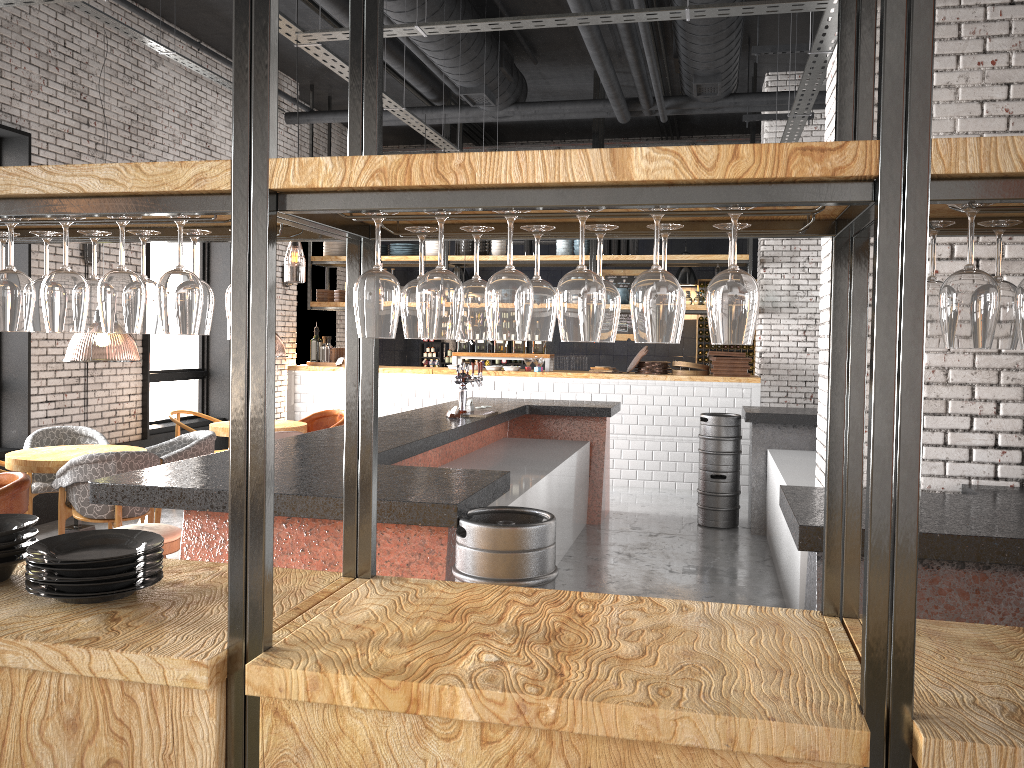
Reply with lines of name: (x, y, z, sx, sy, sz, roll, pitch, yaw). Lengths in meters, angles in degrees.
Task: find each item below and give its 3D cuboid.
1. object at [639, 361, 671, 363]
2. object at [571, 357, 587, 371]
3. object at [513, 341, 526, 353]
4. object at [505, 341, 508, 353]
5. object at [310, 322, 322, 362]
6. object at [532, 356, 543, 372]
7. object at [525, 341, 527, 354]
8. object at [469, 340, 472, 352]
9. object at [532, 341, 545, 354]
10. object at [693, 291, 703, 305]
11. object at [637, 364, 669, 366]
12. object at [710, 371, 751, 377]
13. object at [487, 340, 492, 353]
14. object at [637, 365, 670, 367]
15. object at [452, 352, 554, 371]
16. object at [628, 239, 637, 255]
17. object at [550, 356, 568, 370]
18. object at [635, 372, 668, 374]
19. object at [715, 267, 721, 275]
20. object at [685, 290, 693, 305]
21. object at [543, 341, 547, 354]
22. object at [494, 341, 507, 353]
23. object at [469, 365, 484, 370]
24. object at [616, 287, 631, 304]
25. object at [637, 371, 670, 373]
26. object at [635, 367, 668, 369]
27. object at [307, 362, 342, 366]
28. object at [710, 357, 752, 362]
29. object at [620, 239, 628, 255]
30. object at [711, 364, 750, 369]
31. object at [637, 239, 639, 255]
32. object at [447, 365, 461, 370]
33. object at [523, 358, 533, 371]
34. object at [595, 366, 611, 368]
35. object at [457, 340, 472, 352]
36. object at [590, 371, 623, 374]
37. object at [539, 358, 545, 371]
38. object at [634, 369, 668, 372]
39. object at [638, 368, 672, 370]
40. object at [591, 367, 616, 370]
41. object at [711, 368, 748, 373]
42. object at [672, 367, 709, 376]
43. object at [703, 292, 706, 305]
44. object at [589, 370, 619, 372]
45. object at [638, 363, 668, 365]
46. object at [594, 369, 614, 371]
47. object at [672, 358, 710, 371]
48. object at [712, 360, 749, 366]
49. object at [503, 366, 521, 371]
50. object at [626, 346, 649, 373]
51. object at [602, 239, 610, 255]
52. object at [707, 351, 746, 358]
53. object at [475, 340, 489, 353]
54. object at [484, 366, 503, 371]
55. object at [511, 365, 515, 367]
object: (1.686, -0.262, 10.683, 0.458, 0.019, 0.407, -1, 3, -31)
object: (0.824, -0.252, 10.898, 0.181, 0.168, 0.170, 1, 2, -7)
object: (0.098, -0.586, 11.113, 0.154, 0.404, 0.154, 1, 2, 12)
object: (-0.060, -0.468, 11.096, 0.031, 0.163, 0.046, 2, 2, 38)
object: (-2.545, -0.531, 11.540, 0.106, 0.554, 0.157, 1, 2, 12)
object: (0.309, -0.243, 10.695, 0.128, 0.189, 0.123, 2, 2, 22)
object: (0.176, -0.460, 11.019, 0.024, 0.163, 0.062, 1, 2, 3)
object: (-0.522, -0.480, 11.177, 0.032, 0.163, 0.080, 1, 2, -16)
object: (0.341, -0.579, 11.062, 0.154, 0.404, 0.154, 1, 2, 12)
object: (2.262, -1.044, 10.770, 0.118, 0.181, 0.118, 0, 2, -28)
object: (1.709, -0.229, 10.679, 0.407, 0.019, 0.458, -1, 3, -35)
object: (2.562, -0.118, 10.436, 0.405, 0.044, 0.636, 1, 3, 8)
object: (-0.287, -0.474, 11.141, 0.077, 0.163, 0.039, 0, 2, -33)
object: (1.683, -0.214, 10.684, 0.458, 0.019, 0.407, -1, 3, -35)
object: (-0.114, -0.115, 11.177, 1.250, 0.551, 0.315, 2, 2, 13)
object: (1.492, -1.805, 10.950, 0.098, 0.458, 0.098, 1, 2, -10)
object: (0.582, -0.255, 10.859, 0.181, 0.168, 0.170, 2, 2, 23)
object: (1.703, -0.133, 10.684, 0.407, 0.019, 0.458, -1, 4, -42)
object: (2.523, -1.227, 10.889, 0.157, 0.554, 0.106, 2, 2, 17)
object: (2.147, -1.048, 10.815, 0.118, 0.181, 0.118, 0, 2, -24)
object: (0.412, -0.453, 10.963, 0.061, 0.163, 0.034, -1, 2, -44)
object: (-0.138, -0.593, 11.171, 0.154, 0.404, 0.154, 1, 2, 12)
object: (-0.459, -0.202, 10.905, 0.216, 0.059, 0.324, 2, 3, 13)
object: (1.392, -1.099, 11.100, 0.166, 0.230, 0.199, 0, 2, -17)
object: (1.718, -0.148, 10.672, 0.407, 0.019, 0.458, 0, 3, -15)
object: (1.665, -0.197, 10.676, 0.407, 0.019, 0.458, 2, 3, 26)
object: (-2.414, -0.264, 11.637, 0.411, 0.050, 0.411, 2, 3, 12)
object: (2.565, -0.295, 10.431, 0.405, 0.044, 0.636, 1, 3, 6)
object: (1.387, -1.808, 10.974, 0.098, 0.458, 0.098, 1, 2, -10)
object: (2.563, -0.206, 10.433, 0.405, 0.044, 0.636, 1, 3, 9)
object: (1.552, -1.817, 11.214, 0.098, 0.458, 0.098, 1, 2, -10)
object: (-0.684, -0.207, 10.969, 0.216, 0.055, 0.324, 2, 3, 13)
object: (0.196, -0.237, 10.792, 0.112, 0.165, 0.122, -1, 3, -43)
object: (1.107, -0.204, 10.617, 0.184, 0.011, 0.254, 3, 3, 34)
object: (-0.601, -0.606, 11.275, 0.154, 0.404, 0.154, 1, 2, 12)
object: (1.165, -0.144, 10.727, 0.458, 0.019, 0.407, -1, 3, -36)
object: (0.346, -0.236, 10.816, 0.122, 0.165, 0.112, 0, 2, -23)
object: (1.700, -0.165, 10.684, 0.458, 0.019, 0.407, 3, 4, 41)
object: (1.693, -0.181, 10.685, 0.458, 0.019, 0.407, 0, 3, -19)
object: (1.132, -0.190, 10.776, 0.230, 0.016, 0.557, 2, 3, 19)
object: (2.563, -0.162, 10.435, 0.405, 0.044, 0.636, 2, 3, 15)
object: (2.120, -0.158, 10.547, 0.437, 0.097, 0.437, 3, 3, 37)
object: (2.380, -1.040, 10.734, 0.118, 0.181, 0.118, -1, 3, -44)
object: (1.131, -0.164, 10.781, 0.276, 0.019, 0.514, 2, 3, 18)
object: (1.704, -0.245, 10.681, 0.407, 0.019, 0.458, -2, 4, -44)
object: (1.123, -0.177, 10.777, 0.215, 0.013, 0.521, 1, 3, 9)
object: (2.125, -0.225, 10.547, 0.440, 0.154, 0.437, -1, 3, -30)
object: (2.564, -0.251, 10.432, 0.405, 0.044, 0.636, 2, 3, 13)
object: (0.002, -0.189, 10.807, 0.216, 0.060, 0.324, 2, 3, 13)
object: (1.504, -0.290, 10.614, 0.242, 0.338, 0.488, 1, 2, -1)
object: (1.173, -1.815, 11.022, 0.098, 0.458, 0.098, 2, 2, 35)
object: (2.501, -0.338, 10.379, 0.406, 0.094, 0.637, 2, 3, 10)
object: (-0.377, -0.600, 11.216, 0.154, 0.404, 0.154, 1, 2, 12)
object: (-0.221, -0.195, 10.874, 0.216, 0.055, 0.324, 2, 3, 13)
object: (0.016, -0.215, 10.709, 0.039, 0.021, 0.203, 1, 3, -10)
